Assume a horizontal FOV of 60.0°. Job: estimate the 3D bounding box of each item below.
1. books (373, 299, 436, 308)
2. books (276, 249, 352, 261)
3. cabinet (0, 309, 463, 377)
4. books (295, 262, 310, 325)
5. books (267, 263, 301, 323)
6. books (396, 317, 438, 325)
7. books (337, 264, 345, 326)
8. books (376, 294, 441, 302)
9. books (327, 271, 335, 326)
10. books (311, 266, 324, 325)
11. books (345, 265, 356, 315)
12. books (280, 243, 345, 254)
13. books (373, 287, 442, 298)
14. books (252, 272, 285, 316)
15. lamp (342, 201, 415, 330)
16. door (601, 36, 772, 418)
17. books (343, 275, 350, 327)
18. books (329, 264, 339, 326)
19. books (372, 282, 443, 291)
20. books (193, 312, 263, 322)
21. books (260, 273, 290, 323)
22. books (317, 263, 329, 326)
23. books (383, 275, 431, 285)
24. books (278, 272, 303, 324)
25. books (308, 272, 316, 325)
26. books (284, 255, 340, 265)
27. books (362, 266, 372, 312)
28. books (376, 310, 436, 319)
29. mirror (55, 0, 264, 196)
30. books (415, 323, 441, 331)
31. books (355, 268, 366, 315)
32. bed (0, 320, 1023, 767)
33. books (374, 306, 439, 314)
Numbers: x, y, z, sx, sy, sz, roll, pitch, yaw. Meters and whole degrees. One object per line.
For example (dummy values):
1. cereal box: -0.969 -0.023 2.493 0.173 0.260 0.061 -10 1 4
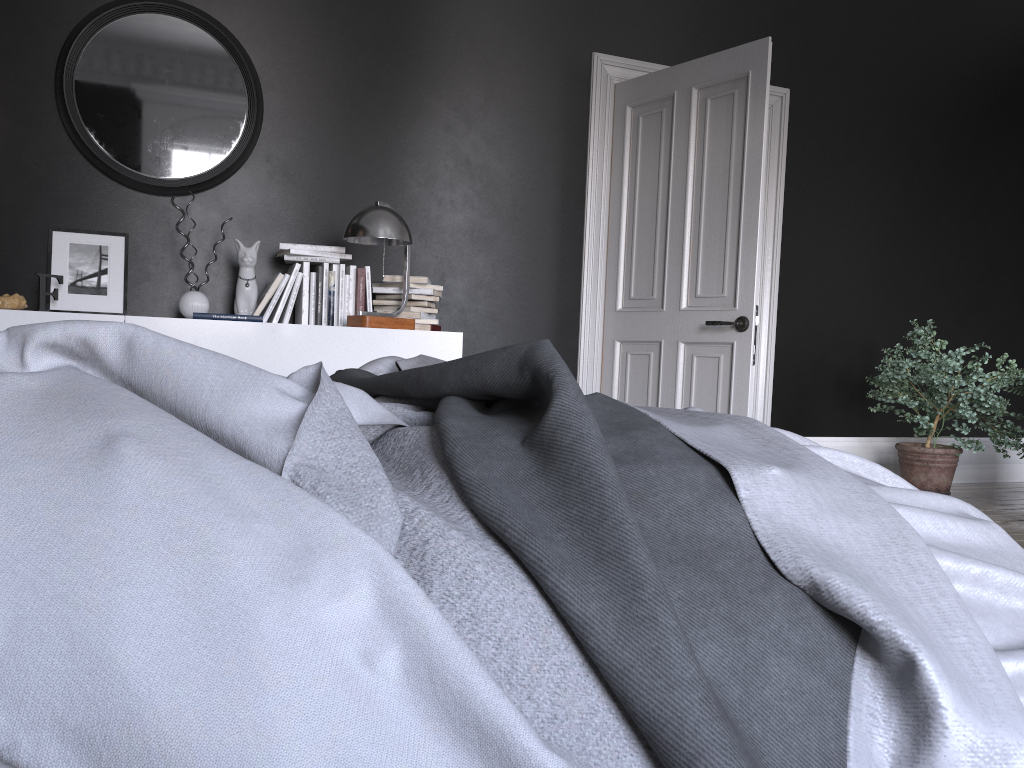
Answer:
1. books: -0.548 -0.407 4.513 0.289 0.030 0.193 3 2 9
2. books: -0.967 -0.626 4.325 0.307 0.024 0.220 1 2 -32
3. cabinet: -1.467 0.152 4.039 2.396 0.883 0.569 2 3 -22
4. books: -1.028 -0.435 4.344 0.030 0.307 0.221 1 3 -22
5. books: -1.104 -0.432 4.283 0.126 0.296 0.220 1 3 -22
6. books: -0.508 -0.317 4.509 0.228 0.025 0.319 2 2 -12
7. books: -0.863 -0.430 4.381 0.024 0.307 0.220 1 3 -22
8. books: -0.532 -0.436 4.507 0.289 0.030 0.193 4 3 42
9. books: -0.898 -0.409 4.326 0.029 0.270 0.204 1 3 -22
10. books: -0.953 -0.423 4.320 0.030 0.290 0.192 1 3 -23
11. books: -0.821 -0.429 4.429 0.030 0.307 0.221 1 3 -22
12. books: -0.977 -0.655 4.348 0.306 0.030 0.220 2 2 -12
13. books: -0.528 -0.467 4.512 0.306 0.030 0.220 3 2 8
14. books: -1.177 -0.408 4.224 0.158 0.246 0.202 1 3 -22
15. lamp: -0.623 -0.554 4.149 0.340 0.591 0.328 0 4 -42
16. door: 0.897 -0.527 4.811 0.216 2.376 1.096 0 4 -35
17. books: -0.838 -0.405 4.395 0.026 0.259 0.195 1 3 -22
18. books: -0.898 -0.431 4.397 0.030 0.307 0.221 1 3 -22
19. books: -0.538 -0.494 4.528 0.307 0.024 0.220 4 3 43
20. books: -1.248 -0.291 3.908 0.289 0.030 0.192 2 2 -17
21. books: -1.150 -0.407 4.268 0.132 0.245 0.195 1 3 -22
22. books: -0.936 -0.432 4.351 0.024 0.307 0.220 1 3 -22
23. books: -0.528 -0.519 4.487 0.220 0.030 0.306 2 2 -2
24. books: -1.075 -0.411 4.298 0.091 0.256 0.195 1 3 -22
25. books: -0.989 -0.409 4.333 0.026 0.259 0.195 1 3 -22
26. books: -0.974 -0.601 4.325 0.259 0.026 0.195 2 2 -12
27. books: -0.738 -0.426 4.433 0.050 0.308 0.220 1 3 -22
28. books: -0.535 -0.347 4.504 0.229 0.031 0.318 3 2 8
29. mirror: -1.657 -1.366 4.216 0.924 0.925 0.061 1 3 -22
30. books: -0.500 -0.285 4.505 0.234 0.038 0.294 3 2 5
31. books: -0.779 -0.422 4.419 0.038 0.296 0.235 1 3 -22
32. bed: -0.559 0.073 1.494 3.284 1.299 2.762 1 3 -34
33. books: -0.541 -0.377 4.510 0.268 0.029 0.203 4 3 38
